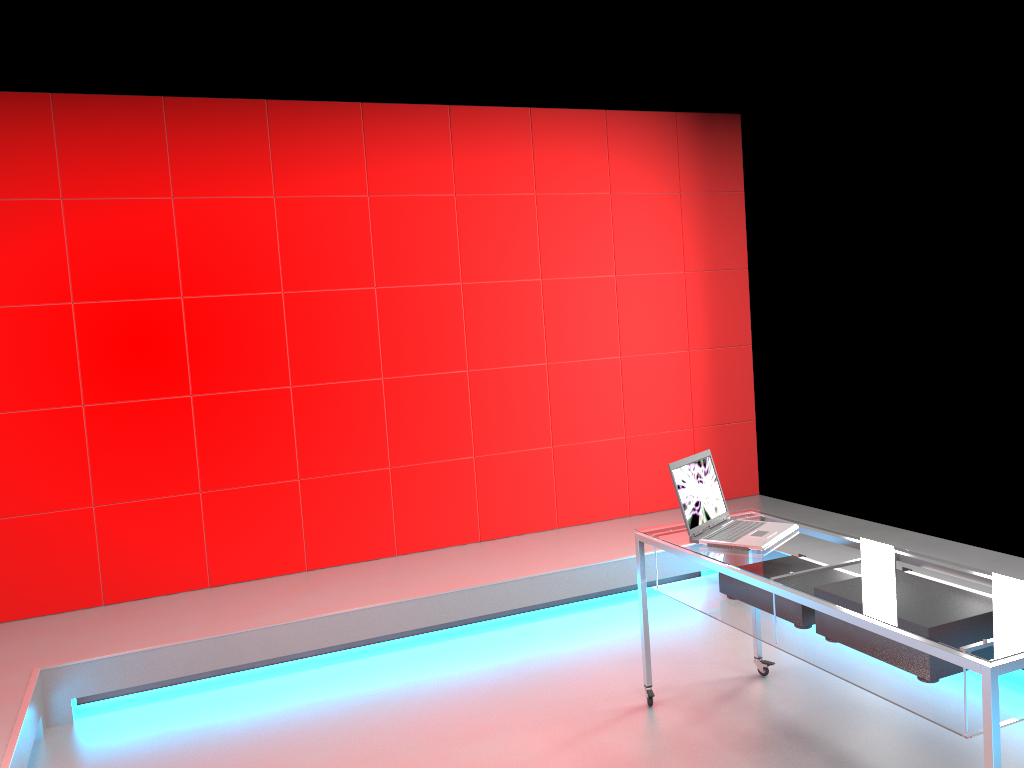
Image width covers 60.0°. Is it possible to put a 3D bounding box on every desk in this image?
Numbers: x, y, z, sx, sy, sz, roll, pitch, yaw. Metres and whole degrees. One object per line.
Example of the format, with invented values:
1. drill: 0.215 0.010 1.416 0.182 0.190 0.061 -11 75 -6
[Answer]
1. desk: 1.055 0.907 2.798 0.594 0.690 1.617 -6 4 -22

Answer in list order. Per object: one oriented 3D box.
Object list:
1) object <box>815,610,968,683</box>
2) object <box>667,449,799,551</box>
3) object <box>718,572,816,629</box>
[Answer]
1. object: 1.186 0.697 2.602 0.371 0.158 0.431 -6 4 -22
2. object: 0.799 0.407 3.189 0.340 0.285 0.342 -1 5 37
3. object: 0.996 0.711 3.057 0.365 0.092 0.435 -6 4 -22
